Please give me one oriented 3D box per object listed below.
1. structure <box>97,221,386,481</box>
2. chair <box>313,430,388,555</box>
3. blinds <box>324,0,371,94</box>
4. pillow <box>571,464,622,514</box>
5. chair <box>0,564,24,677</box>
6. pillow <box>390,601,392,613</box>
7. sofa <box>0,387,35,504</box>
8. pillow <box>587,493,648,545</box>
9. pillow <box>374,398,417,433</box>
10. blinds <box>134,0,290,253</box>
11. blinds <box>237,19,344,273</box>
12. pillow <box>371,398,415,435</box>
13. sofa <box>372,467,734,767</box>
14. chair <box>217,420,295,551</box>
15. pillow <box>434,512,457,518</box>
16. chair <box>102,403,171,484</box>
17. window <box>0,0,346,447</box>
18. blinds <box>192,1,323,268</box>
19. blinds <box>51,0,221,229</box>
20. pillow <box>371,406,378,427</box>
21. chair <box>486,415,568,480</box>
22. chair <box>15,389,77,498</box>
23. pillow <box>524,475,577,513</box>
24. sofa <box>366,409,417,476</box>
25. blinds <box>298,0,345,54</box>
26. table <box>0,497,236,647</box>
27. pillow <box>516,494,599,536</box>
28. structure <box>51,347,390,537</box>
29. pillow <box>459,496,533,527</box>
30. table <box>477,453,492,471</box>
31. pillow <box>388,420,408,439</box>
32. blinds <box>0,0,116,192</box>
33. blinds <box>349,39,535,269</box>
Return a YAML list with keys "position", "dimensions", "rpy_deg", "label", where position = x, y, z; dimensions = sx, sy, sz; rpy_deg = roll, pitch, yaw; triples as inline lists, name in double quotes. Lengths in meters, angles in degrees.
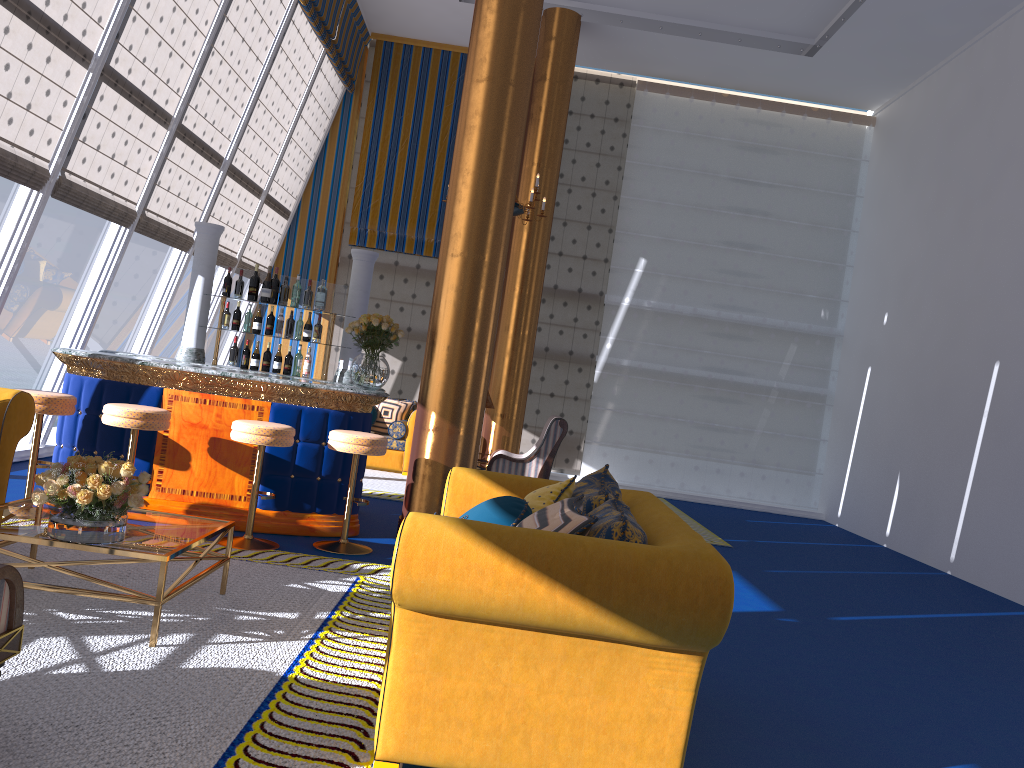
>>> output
- position: [-2.197, -0.155, 7.361]
  dimensions: [2.321, 2.196, 0.766]
  rpy_deg: [8, 0, -10]
  label: "structure"
- position: [-1.081, 0.714, 5.956]
  dimensions: [0.402, 0.782, 0.394]
  rpy_deg: [8, 0, -30]
  label: "chair"
- position: [-2.197, -4.468, 11.724]
  dimensions: [0.339, 0.830, 1.523]
  rpy_deg: [8, 0, -1]
  label: "blinds"
- position: [0.267, 0.673, 3.717]
  dimensions: [0.353, 0.672, 0.602]
  rpy_deg: [8, 0, 7]
  label: "pillow"
- position: [-1.844, 0.492, 2.288]
  dimensions: [0.794, 0.966, 0.784]
  rpy_deg: [8, 0, -1]
  label: "chair"
- position: [-0.199, 0.699, 2.937]
  dimensions: [0.372, 0.219, 0.215]
  rpy_deg: [8, 0, 3]
  label: "pillow"
- position: [-3.176, 0.370, 4.027]
  dimensions: [1.002, 0.854, 1.845]
  rpy_deg: [8, 0, -1]
  label: "sofa"
- position: [0.274, 0.705, 3.126]
  dimensions: [0.339, 0.610, 0.615]
  rpy_deg: [8, 0, 4]
  label: "pillow"
- position: [-1.513, 0.456, 11.098]
  dimensions: [0.613, 0.610, 0.340]
  rpy_deg: [8, 0, 4]
  label: "pillow"
- position: [-2.793, -3.014, 8.779]
  dimensions: [0.875, 3.394, 1.364]
  rpy_deg: [8, 0, -1]
  label: "blinds"
- position: [-2.821, -3.014, 11.805]
  dimensions: [0.875, 3.394, 1.364]
  rpy_deg: [8, 0, -1]
  label: "blinds"
- position: [-1.494, 0.400, 10.898]
  dimensions: [0.522, 0.456, 0.327]
  rpy_deg: [8, 0, -2]
  label: "pillow"
- position: [0.120, 0.856, 3.441]
  dimensions: [1.011, 0.854, 1.848]
  rpy_deg: [8, 0, 1]
  label: "sofa"
- position: [-1.634, 0.634, 5.662]
  dimensions: [0.403, 0.782, 0.394]
  rpy_deg: [8, 0, -42]
  label: "chair"
- position: [-0.175, 0.704, 3.924]
  dimensions: [0.377, 0.219, 0.215]
  rpy_deg: [8, 0, 3]
  label: "pillow"
- position: [-2.389, 0.525, 5.543]
  dimensions: [0.394, 0.782, 0.402]
  rpy_deg: [8, 0, 37]
  label: "chair"
- position: [-3.184, -2.154, 5.036]
  dimensions: [1.620, 5.856, 15.456]
  rpy_deg: [8, 0, -1]
  label: "window"
- position: [-2.807, -3.014, 10.321]
  dimensions: [0.875, 3.394, 1.364]
  rpy_deg: [8, 0, -1]
  label: "blinds"
- position: [-2.780, -3.013, 7.308]
  dimensions: [0.875, 3.394, 1.364]
  rpy_deg: [8, 0, -1]
  label: "blinds"
- position: [-1.865, 0.369, 10.685]
  dimensions: [0.465, 0.367, 0.386]
  rpy_deg: [8, 0, -41]
  label: "pillow"
- position: [0.135, 0.784, 9.497]
  dimensions: [0.784, 0.966, 0.793]
  rpy_deg: [8, 0, -1]
  label: "chair"
- position: [-3.025, 0.434, 5.621]
  dimensions: [0.394, 0.782, 0.402]
  rpy_deg: [8, 0, 37]
  label: "chair"
- position: [0.119, 0.606, 3.665]
  dimensions: [0.231, 0.491, 0.612]
  rpy_deg: [8, 0, 5]
  label: "pillow"
- position: [-1.850, 0.581, 10.961]
  dimensions: [1.847, 0.854, 1.011]
  rpy_deg: [8, 0, 0]
  label: "sofa"
- position: [-2.183, -4.468, 10.182]
  dimensions: [0.339, 0.830, 1.523]
  rpy_deg: [8, 0, -1]
  label: "blinds"
- position: [-1.890, 0.803, 3.984]
  dimensions: [0.975, 0.369, 0.906]
  rpy_deg: [8, 0, -1]
  label: "table"
- position: [0.085, 0.619, 3.111]
  dimensions: [0.327, 0.456, 0.521]
  rpy_deg: [8, 0, -1]
  label: "pillow"
- position: [-2.094, 0.430, 6.298]
  dimensions: [2.322, 1.065, 0.765]
  rpy_deg: [8, 0, -12]
  label: "structure"
- position: [-0.121, 0.612, 3.478]
  dimensions: [0.395, 0.367, 0.455]
  rpy_deg: [8, 0, -41]
  label: "pillow"
- position: [-0.317, 1.035, 10.368]
  dimensions: [0.975, 0.369, 0.906]
  rpy_deg: [8, 0, -1]
  label: "table"
- position: [-1.344, 0.542, 10.634]
  dimensions: [0.214, 0.219, 0.373]
  rpy_deg: [8, 0, 4]
  label: "pillow"
- position: [-2.765, -3.013, 5.778]
  dimensions: [0.875, 3.394, 1.364]
  rpy_deg: [8, 0, -1]
  label: "blinds"
- position: [-0.781, -3.231, 12.499]
  dimensions: [2.662, 2.990, 0.152]
  rpy_deg: [8, 0, -2]
  label: "blinds"
